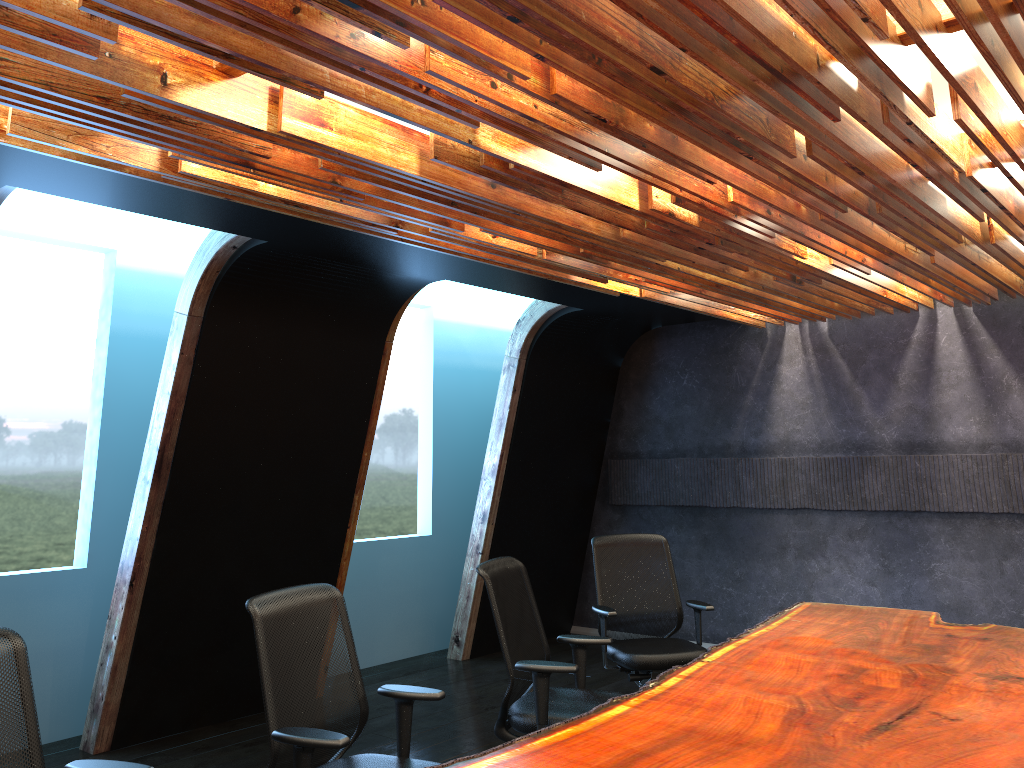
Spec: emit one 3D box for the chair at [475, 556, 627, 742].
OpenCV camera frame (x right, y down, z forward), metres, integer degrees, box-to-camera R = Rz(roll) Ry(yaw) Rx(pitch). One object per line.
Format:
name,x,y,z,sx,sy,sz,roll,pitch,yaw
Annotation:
chair,0.273,1.507,4.283,0.793,1.267,0.798,-5,-12,19

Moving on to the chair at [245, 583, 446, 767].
chair,-0.552,1.422,3.259,0.792,1.267,0.799,-6,-12,24

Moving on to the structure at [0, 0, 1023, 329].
structure,0.365,0.269,2.307,4.477,3.059,11.364,-7,-9,40

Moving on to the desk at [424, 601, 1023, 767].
desk,0.556,1.545,2.501,2.014,0.835,6.597,-6,-8,40

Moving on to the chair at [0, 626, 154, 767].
chair,-1.329,1.348,2.351,0.794,1.267,0.796,-3,-11,14

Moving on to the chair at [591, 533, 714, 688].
chair,0.902,1.619,5.578,0.817,1.267,0.774,2,-11,-15
